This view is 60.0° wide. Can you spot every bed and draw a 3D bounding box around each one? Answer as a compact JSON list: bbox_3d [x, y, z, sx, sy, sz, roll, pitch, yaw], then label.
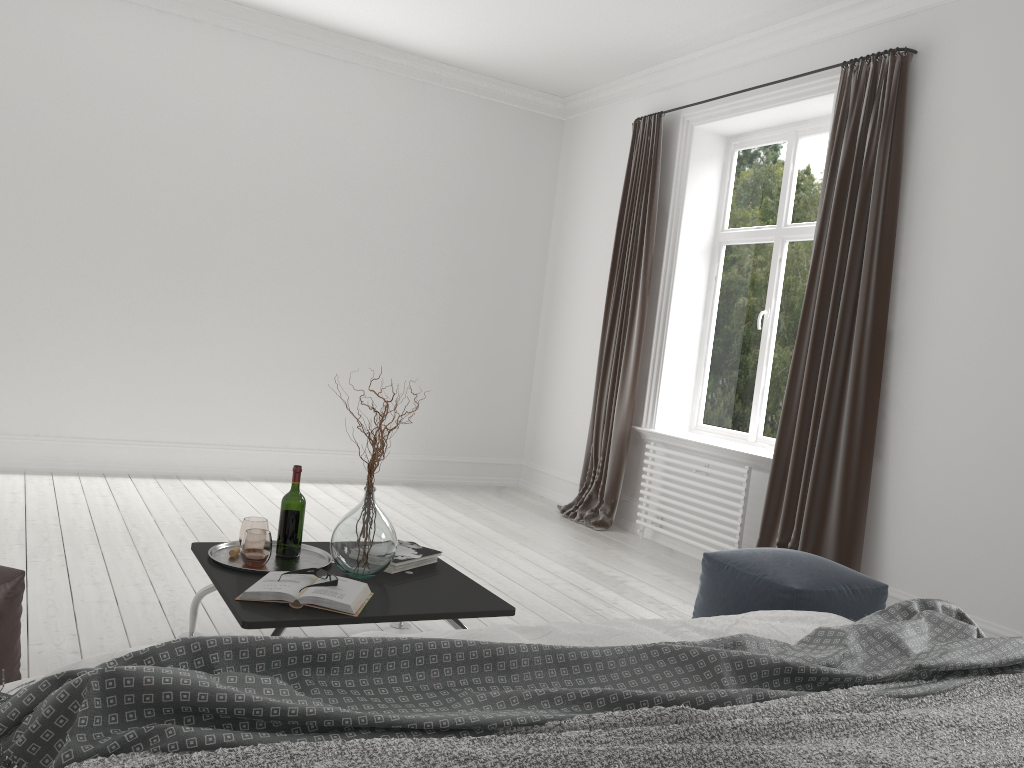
[{"bbox_3d":[0.536,0.660,1.077,2.217,0.926,2.473,6,3,-29],"label":"bed"}]

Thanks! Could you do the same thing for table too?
[{"bbox_3d":[-0.550,0.760,2.832,0.833,0.313,0.824,6,3,-29],"label":"table"}]

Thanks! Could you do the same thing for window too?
[{"bbox_3d":[1.541,-0.577,5.293,0.120,1.956,1.112,6,3,-29],"label":"window"}]

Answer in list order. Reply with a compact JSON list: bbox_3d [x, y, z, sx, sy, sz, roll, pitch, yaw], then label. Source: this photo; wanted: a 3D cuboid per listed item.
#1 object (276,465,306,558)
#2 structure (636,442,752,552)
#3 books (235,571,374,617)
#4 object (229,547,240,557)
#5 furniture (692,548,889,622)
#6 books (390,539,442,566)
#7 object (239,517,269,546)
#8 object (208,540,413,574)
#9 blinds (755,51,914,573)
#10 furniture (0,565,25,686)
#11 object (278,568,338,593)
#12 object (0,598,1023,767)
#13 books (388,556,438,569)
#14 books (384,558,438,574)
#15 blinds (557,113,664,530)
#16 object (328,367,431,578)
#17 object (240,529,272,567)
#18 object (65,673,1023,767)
[{"bbox_3d":[-0.731,0.422,2.957,0.081,0.303,0.081,6,3,-12],"label":"object"},{"bbox_3d":[1.058,0.732,5.171,0.120,0.670,0.887,6,3,-29],"label":"structure"},{"bbox_3d":[-0.584,0.591,2.543,0.342,0.040,0.231,7,2,2],"label":"books"},{"bbox_3d":[-0.901,0.545,2.883,0.024,0.024,0.046,7,2,1],"label":"object"},{"bbox_3d":[1.093,0.876,3.505,0.646,0.423,0.646,6,3,-28],"label":"furniture"},{"bbox_3d":[-0.397,0.577,3.047,0.207,0.012,0.257,8,3,31],"label":"books"},{"bbox_3d":[-0.863,0.505,2.968,0.095,0.106,0.095,6,3,-18],"label":"object"},{"bbox_3d":[-0.683,0.603,2.862,0.622,0.063,0.395,8,3,20],"label":"object"},{"bbox_3d":[1.464,-0.260,4.310,0.318,2.680,0.769,5,3,-34],"label":"blinds"},{"bbox_3d":[-1.564,0.614,2.107,0.646,0.423,0.646,7,2,5],"label":"furniture"},{"bbox_3d":[-0.581,0.562,2.546,0.135,0.030,0.141,4,3,-45],"label":"object"},{"bbox_3d":[0.216,0.608,1.634,2.154,0.377,0.536,6,3,-27],"label":"object"},{"bbox_3d":[-0.403,0.589,3.053,0.191,0.014,0.254,8,3,28],"label":"books"},{"bbox_3d":[-0.408,0.603,3.050,0.191,0.014,0.259,8,3,30],"label":"books"},{"bbox_3d":[0.647,-0.425,5.845,0.246,2.681,0.595,6,3,-21],"label":"blinds"},{"bbox_3d":[-0.427,0.280,2.853,0.313,0.666,0.291,8,3,23],"label":"object"},{"bbox_3d":[-0.808,0.518,2.805,0.095,0.106,0.095,6,3,-18],"label":"object"},{"bbox_3d":[0.400,0.749,1.325,2.236,0.500,0.521,6,3,-26],"label":"object"}]
